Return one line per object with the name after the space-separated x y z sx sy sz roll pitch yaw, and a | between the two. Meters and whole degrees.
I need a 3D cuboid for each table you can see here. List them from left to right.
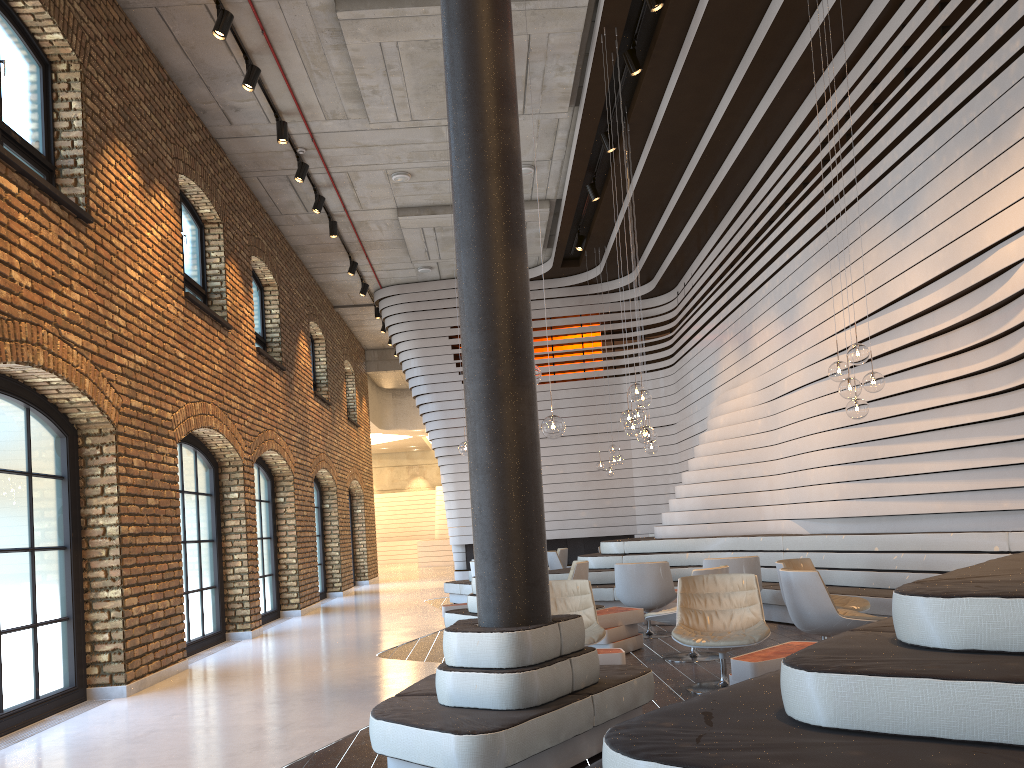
-0.341 2.660 9.992 0.903 0.368 0.418 -2 -7 -8 | table
0.279 1.937 5.757 0.906 0.368 0.417 -4 -7 1 | table
0.908 2.269 8.058 0.418 0.367 0.904 -8 -9 35 | table
1.827 2.515 9.939 0.916 0.368 0.413 -9 -8 31 | table
1.648 1.772 5.265 0.901 0.368 0.420 1 -8 -28 | table

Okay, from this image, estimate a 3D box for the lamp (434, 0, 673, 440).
1.521 -2.882 0.767 9.027 4.576 42.379 -3 -9 -2 | lamp

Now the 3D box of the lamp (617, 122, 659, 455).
1.451 -1.474 10.555 0.293 4.642 0.549 -3 -3 -6 | lamp

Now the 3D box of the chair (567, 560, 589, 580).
0.544 2.412 10.027 0.711 0.761 0.662 -4 -6 2 | chair

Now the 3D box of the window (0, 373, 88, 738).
-3.596 1.163 6.130 0.130 2.516 2.378 -4 -6 -2 | window

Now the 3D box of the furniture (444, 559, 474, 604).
-0.469 3.189 14.300 1.272 0.716 1.794 -3 -8 -6 | furniture

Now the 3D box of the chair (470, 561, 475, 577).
-0.219 2.826 12.296 0.664 0.761 0.708 -8 -7 36 | chair

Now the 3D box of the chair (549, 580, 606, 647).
0.356 1.863 6.551 0.656 0.761 0.717 -4 -6 -1 | chair

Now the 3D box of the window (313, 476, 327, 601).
-3.846 2.881 16.673 0.130 2.516 2.378 -4 -6 -2 | window

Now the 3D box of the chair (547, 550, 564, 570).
0.940 3.099 14.436 0.711 0.761 0.662 -4 -6 3 | chair

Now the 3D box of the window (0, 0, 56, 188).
-3.708 -2.137 6.310 0.125 1.440 1.586 -4 -6 -2 | window

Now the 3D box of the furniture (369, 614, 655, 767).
-0.137 1.620 4.706 1.290 0.716 1.769 -9 -10 34 | furniture

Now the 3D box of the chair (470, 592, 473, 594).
-0.180 2.582 10.798 0.660 0.761 0.713 -5 -6 16 | chair

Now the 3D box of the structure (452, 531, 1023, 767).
2.358 2.240 10.172 5.763 0.920 18.431 -3 -9 -5 | structure

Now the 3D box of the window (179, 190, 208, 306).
-3.798 -1.520 10.100 0.125 1.440 1.586 -4 -6 -2 | window

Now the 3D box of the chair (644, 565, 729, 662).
1.516 1.948 7.531 0.719 0.761 0.654 -8 -7 38 | chair

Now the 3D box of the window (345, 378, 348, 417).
-4.047 0.198 20.642 0.125 1.440 1.586 -4 -6 -2 | window

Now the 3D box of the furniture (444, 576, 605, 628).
0.204 2.285 8.965 1.268 0.716 1.800 1 -9 -31 | furniture

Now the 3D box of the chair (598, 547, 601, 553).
1.857 3.159 15.168 0.653 0.761 0.721 -1 -7 -28 | chair

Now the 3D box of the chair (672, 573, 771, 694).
1.450 1.724 6.121 0.660 0.761 0.713 -5 -6 15 | chair

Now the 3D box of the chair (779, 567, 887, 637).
2.374 1.728 6.505 0.710 0.761 0.663 -3 -6 -2 | chair

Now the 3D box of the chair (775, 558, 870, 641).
2.641 1.871 7.494 0.720 0.761 0.654 -9 -8 43 | chair

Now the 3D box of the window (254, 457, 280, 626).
-6.183 3.176 17.589 2.173 2.509 13.064 0 -9 -31 | window

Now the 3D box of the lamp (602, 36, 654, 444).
1.070 -1.764 8.661 0.310 4.708 0.665 -4 -3 7 | lamp

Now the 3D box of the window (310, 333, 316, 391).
-3.958 -0.420 16.854 0.125 1.440 1.586 -4 -6 -2 | window

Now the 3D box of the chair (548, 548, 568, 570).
0.659 3.297 15.557 0.710 0.761 0.662 -4 -6 1 | chair

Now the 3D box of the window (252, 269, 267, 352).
-3.865 -1.057 12.942 0.125 1.440 1.586 -4 -6 -2 | window

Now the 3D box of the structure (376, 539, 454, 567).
-3.048 6.292 33.065 2.538 0.890 7.613 0 -10 -23 | structure

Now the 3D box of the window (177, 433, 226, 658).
-3.686 1.780 9.919 0.130 2.516 2.378 -4 -6 -2 | window

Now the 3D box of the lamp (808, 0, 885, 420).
2.533 -2.038 7.018 0.528 4.681 0.337 -1 -4 -40 | lamp

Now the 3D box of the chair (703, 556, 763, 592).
2.244 2.146 9.044 0.658 0.761 0.716 -4 -6 6 | chair

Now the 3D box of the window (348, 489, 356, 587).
-4.491 3.731 21.686 2.073 2.513 4.671 1 -9 -37 | window

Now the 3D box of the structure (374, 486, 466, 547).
-3.367 5.701 35.402 4.530 2.843 5.879 -3 -8 -2 | structure

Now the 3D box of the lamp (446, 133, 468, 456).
-0.501 -1.352 10.547 0.542 4.642 0.296 -3 -3 -16 | lamp

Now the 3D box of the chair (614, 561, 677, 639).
1.396 2.211 9.116 0.661 0.761 0.712 -6 -6 19 | chair

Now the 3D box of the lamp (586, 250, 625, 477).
1.576 -0.710 15.335 0.549 4.642 0.293 -5 -3 24 | lamp
